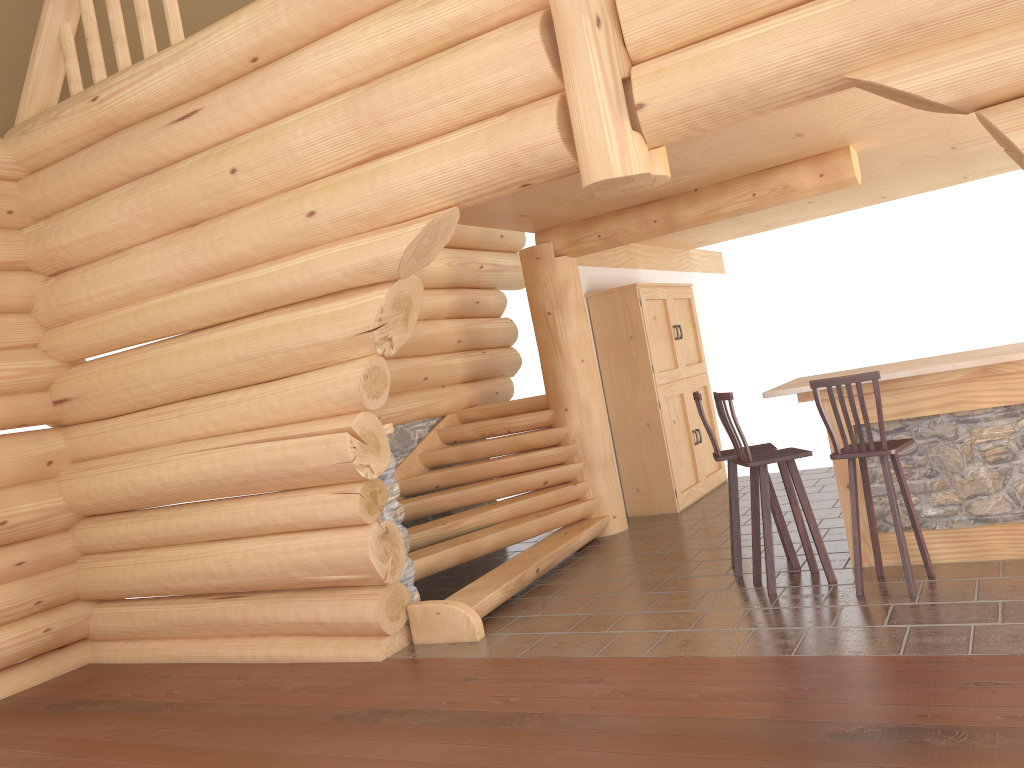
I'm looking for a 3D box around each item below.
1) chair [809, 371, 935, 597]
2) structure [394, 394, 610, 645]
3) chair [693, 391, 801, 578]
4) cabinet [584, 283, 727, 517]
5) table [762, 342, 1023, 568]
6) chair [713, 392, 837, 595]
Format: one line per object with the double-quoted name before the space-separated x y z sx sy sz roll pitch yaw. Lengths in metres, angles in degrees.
"chair" 2.190 0.576 5.348 0.406 1.319 0.504 -10 0 40
"structure" -0.532 0.916 7.865 1.951 1.643 3.604 -10 0 24
"chair" 1.666 0.670 6.348 0.504 1.319 0.406 -11 0 10
"cabinet" 1.708 0.102 10.045 0.670 2.403 1.847 -10 0 30
"table" 3.461 0.370 5.701 3.220 1.257 1.196 -10 0 30
"chair" 1.709 0.664 5.828 0.504 1.319 0.406 -11 0 -2
